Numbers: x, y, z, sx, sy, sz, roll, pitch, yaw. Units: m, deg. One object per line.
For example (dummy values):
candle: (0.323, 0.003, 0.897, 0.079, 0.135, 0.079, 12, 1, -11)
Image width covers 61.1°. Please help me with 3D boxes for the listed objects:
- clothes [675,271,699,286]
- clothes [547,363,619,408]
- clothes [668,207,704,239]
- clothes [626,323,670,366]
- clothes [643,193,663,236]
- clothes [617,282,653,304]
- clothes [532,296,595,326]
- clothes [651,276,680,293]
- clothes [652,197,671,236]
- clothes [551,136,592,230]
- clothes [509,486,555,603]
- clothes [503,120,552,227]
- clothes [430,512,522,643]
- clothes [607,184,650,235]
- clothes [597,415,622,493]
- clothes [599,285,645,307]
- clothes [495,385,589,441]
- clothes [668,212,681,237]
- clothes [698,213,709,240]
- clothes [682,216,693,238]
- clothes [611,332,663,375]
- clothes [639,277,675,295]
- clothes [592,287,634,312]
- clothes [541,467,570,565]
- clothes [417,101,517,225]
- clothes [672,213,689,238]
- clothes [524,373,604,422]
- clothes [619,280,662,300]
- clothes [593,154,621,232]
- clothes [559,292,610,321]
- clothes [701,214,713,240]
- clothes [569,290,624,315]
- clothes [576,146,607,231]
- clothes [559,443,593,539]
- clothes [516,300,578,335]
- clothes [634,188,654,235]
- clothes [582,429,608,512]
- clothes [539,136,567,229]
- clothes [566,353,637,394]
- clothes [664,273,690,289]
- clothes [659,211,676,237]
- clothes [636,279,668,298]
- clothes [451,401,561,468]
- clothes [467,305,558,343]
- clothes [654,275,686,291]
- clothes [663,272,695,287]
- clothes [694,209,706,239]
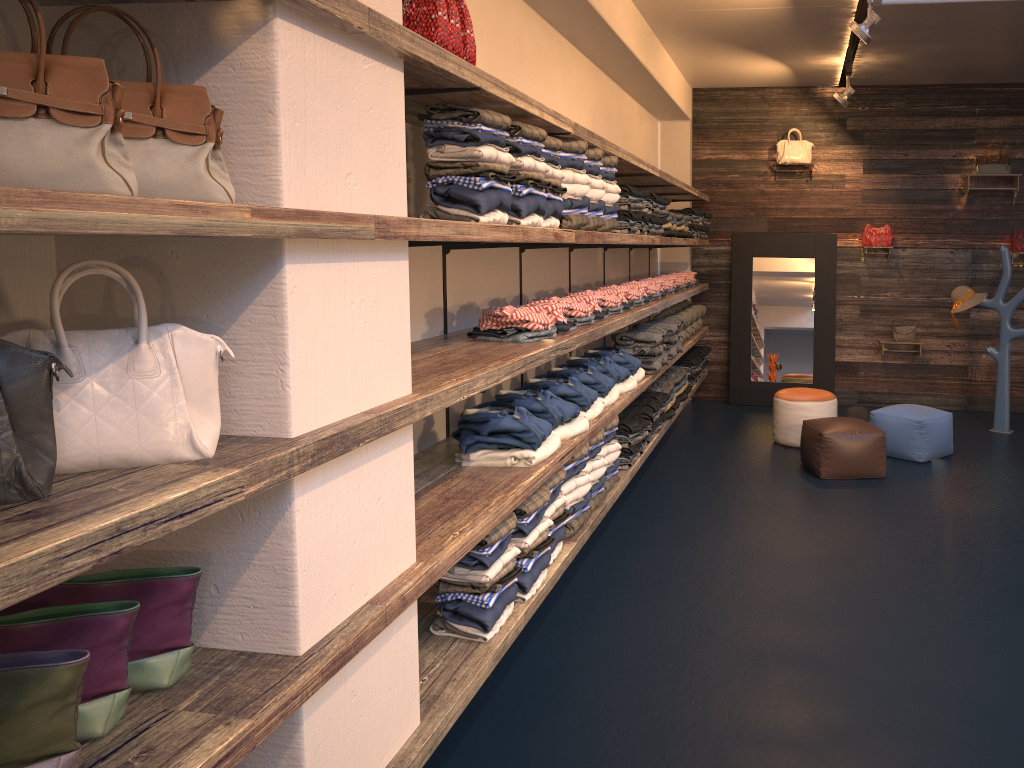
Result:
clothes: (1.821, -1.120, 9.209, 0.312, 0.153, 0.363, 2, 9, 9)
clothes: (0.369, 0.004, 4.914, 0.410, 0.239, 0.447, 3, 9, 14)
clothes: (1.650, -1.544, 8.360, 0.355, 0.297, 0.342, 3, 8, 17)
clothes: (1.002, -0.292, 6.536, 0.389, 0.315, 0.362, 0, 8, 1)
clothes: (0.850, -1.169, 5.980, 0.340, 0.297, 0.319, 2, 8, 14)
clothes: (0.859, -0.664, 6.308, 0.312, 0.153, 0.363, 2, 9, 9)
clothes: (0.249, -0.379, 4.542, 0.327, 0.158, 0.343, 7, 10, 35)
clothes: (1.336, -0.890, 7.747, 0.312, 0.153, 0.363, 2, 9, 9)
clothes: (0.957, -1.220, 6.303, 0.335, 0.297, 0.324, 3, 8, 20)
clothes: (0.202, -0.936, 4.054, 0.252, 0.453, 0.357, 3, 7, 28)
clothes: (0.010, 0.620, 3.493, 0.241, 0.408, 0.338, 3, 7, 22)
clothes: (-0.011, -0.809, 3.358, 0.241, 0.408, 0.338, 3, 7, 22)
clothes: (-0.129, 0.673, 3.154, 0.241, 0.408, 0.338, 3, 7, 22)
clothes: (0.647, -1.068, 5.334, 0.355, 0.297, 0.342, 3, 8, 17)
clothes: (0.448, 0.386, 4.867, 0.252, 0.453, 0.357, 3, 7, 28)
clothes: (0.727, -0.606, 5.983, 0.327, 0.158, 0.343, 7, 10, 35)
clothes: (0.102, 0.130, 4.114, 0.396, 0.239, 0.461, 5, 10, 30)
clothes: (1.190, -1.340, 7.196, 0.404, 0.249, 0.360, 2, 8, 11)
clothes: (1.853, -1.646, 9.006, 0.340, 0.297, 0.319, 2, 8, 14)
clothes: (1.455, -1.466, 7.997, 0.404, 0.249, 0.360, 2, 8, 11)
clothes: (0.888, -0.225, 6.162, 0.371, 0.301, 0.356, 1, 8, 2)
clothes: (1.204, -0.833, 7.422, 0.327, 0.158, 0.343, 7, 10, 35)
clothes: (0.623, -0.552, 5.598, 0.312, 0.153, 0.363, 2, 9, 9)
clothes: (0.093, 0.567, 3.822, 0.241, 0.408, 0.338, 3, 7, 22)
clothes: (-0.150, -0.756, 3.019, 0.241, 0.408, 0.338, 3, 7, 22)
clothes: (1.324, -1.404, 7.607, 0.392, 0.249, 0.370, 4, 9, 23)
clothes: (0.235, 0.068, 4.509, 0.410, 0.239, 0.447, 3, 9, 14)
clothes: (0.969, -0.721, 6.711, 0.327, 0.158, 0.343, 7, 10, 35)
clothes: (0.427, -1.043, 4.733, 0.252, 0.453, 0.357, 3, 7, 28)
clothes: (0.381, -0.437, 4.868, 0.312, 0.153, 0.363, 2, 9, 9)
clothes: (1.961, -1.697, 9.330, 0.335, 0.297, 0.324, 3, 8, 20)
clothes: (0.491, -0.494, 5.273, 0.327, 0.158, 0.343, 7, 10, 35)
clothes: (0.309, -0.987, 4.377, 0.252, 0.453, 0.357, 3, 7, 28)
clothes: (0.222, 0.493, 4.189, 0.252, 0.453, 0.357, 3, 7, 28)
clothes: (0.145, -0.325, 4.157, 0.312, 0.153, 0.363, 2, 9, 9)
clothes: (0.743, -1.119, 5.658, 0.363, 0.297, 0.326, 1, 7, 3)
clothes: (0.329, 0.442, 4.511, 0.252, 0.453, 0.357, 3, 7, 28)
clothes: (0.072, -0.862, 3.688, 0.241, 0.408, 0.338, 3, 7, 22)
clothes: (0.513, -0.065, 5.351, 0.396, 0.239, 0.461, 5, 10, 30)
clothes: (1.585, -1.008, 8.498, 0.312, 0.153, 0.363, 2, 9, 9)
clothes: (1.059, -1.278, 6.806, 0.392, 0.249, 0.370, 4, 9, 23)
clothes: (1.100, -0.778, 7.036, 0.312, 0.153, 0.363, 2, 9, 9)
clothes: (-0.042, 0.199, 3.677, 0.410, 0.239, 0.447, 3, 9, 14)
clothes: (0.013, -0.267, 3.832, 0.327, 0.158, 0.343, 7, 10, 35)
clothes: (1.454, -0.951, 8.173, 0.327, 0.158, 0.343, 7, 10, 35)
clothes: (1.689, -1.063, 8.883, 0.327, 0.158, 0.343, 7, 10, 35)
clothes: (1.747, -1.595, 8.684, 0.363, 0.297, 0.326, 1, 7, 3)
